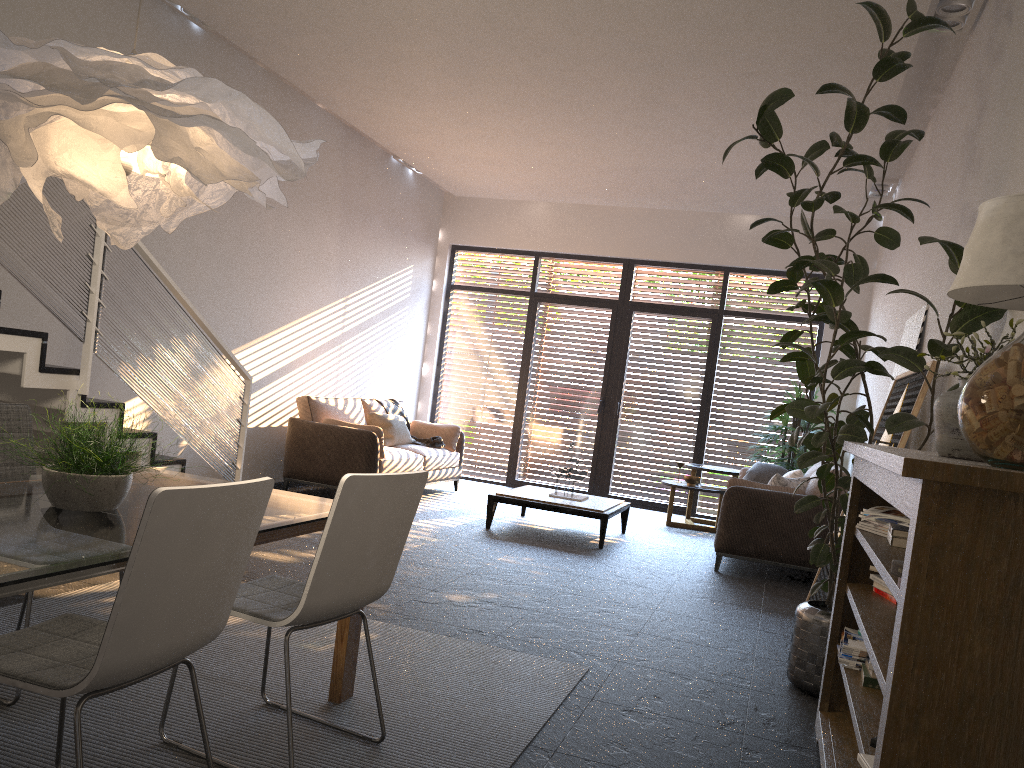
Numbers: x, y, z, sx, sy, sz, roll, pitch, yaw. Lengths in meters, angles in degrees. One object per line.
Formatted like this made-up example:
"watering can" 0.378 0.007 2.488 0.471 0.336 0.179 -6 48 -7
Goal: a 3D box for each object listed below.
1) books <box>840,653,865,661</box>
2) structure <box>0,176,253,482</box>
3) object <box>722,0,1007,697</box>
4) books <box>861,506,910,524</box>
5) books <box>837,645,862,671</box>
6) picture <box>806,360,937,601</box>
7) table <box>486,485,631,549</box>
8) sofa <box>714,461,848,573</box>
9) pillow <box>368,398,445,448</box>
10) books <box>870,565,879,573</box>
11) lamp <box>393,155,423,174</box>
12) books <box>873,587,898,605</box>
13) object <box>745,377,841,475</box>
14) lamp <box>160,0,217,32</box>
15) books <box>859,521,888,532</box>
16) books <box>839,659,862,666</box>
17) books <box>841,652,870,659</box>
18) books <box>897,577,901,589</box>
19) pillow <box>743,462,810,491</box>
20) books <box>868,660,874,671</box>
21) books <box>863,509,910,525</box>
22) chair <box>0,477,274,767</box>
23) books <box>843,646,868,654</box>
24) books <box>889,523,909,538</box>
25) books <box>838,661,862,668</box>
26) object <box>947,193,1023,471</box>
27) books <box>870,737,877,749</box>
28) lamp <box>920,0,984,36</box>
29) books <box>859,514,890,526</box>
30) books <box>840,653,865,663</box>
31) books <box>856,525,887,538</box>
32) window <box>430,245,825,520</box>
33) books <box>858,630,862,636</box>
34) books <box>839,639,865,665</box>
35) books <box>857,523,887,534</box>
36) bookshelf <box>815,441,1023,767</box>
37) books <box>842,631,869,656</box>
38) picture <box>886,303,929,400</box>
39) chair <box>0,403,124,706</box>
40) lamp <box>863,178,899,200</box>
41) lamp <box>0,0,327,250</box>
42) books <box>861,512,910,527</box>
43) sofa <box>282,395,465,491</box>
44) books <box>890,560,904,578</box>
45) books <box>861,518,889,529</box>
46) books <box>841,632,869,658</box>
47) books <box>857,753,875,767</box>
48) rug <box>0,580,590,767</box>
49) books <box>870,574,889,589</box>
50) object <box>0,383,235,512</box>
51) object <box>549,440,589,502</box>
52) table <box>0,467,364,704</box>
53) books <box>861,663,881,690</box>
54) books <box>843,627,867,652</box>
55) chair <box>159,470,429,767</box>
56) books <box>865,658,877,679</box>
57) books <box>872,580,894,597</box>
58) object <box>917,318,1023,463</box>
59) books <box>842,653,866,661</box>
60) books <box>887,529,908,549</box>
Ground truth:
"books" 1.338 0.995 3.278 0.218 0.008 0.288 7 0 23
"structure" -1.535 -3.164 1.558 4.225 8.328 8.463 8 1 17
"object" 1.522 -0.174 4.064 0.908 3.207 2.006 7 2 -5
"books" 1.484 0.488 3.198 0.273 0.109 0.321 7 0 -38
"books" 1.328 1.027 3.281 0.218 0.008 0.305 7 0 17
"picture" 1.983 0.695 5.050 0.385 1.609 1.498 8 2 17
"table" 0.437 1.162 7.916 1.047 0.308 1.116 7 0 17
"sofa" 2.395 1.105 7.794 0.991 0.921 2.322 8 0 17
"pillow" -1.319 0.517 9.455 0.951 0.709 1.020 8 1 41
"books" 1.467 0.707 3.295 0.148 0.023 0.220 7 0 -32
"lamp" -1.069 -2.443 9.819 0.253 0.066 0.645 7 0 17
"books" 1.463 0.794 3.290 0.158 0.021 0.224 7 0 2
"object" 2.959 0.780 9.316 0.980 1.727 0.910 7 2 -18
"lamp" -2.205 -2.609 6.142 0.253 0.066 0.645 7 0 17
"books" 1.476 0.544 3.229 0.253 0.011 0.317 7 0 -16
"books" 1.330 1.013 3.280 0.218 0.008 0.305 7 0 22
"books" 1.335 0.984 3.274 0.218 0.008 0.288 7 0 21
"books" 1.031 0.490 2.003 0.230 0.034 0.286 7 0 10
"pillow" 2.309 0.907 7.858 0.617 0.343 1.894 7 0 17
"books" 1.339 0.963 2.992 0.242 0.024 0.175 7 0 24
"books" 1.498 0.504 3.278 0.253 0.011 0.318 7 0 -6
"chair" -0.972 0.641 2.082 0.600 0.922 0.475 8 2 17
"books" 1.341 0.963 3.268 0.218 0.008 0.305 7 0 22
"books" 1.397 0.515 3.061 0.166 0.024 0.227 7 0 21
"books" 1.329 1.021 3.282 0.218 0.007 0.305 7 0 22
"object" 1.166 -0.096 1.965 0.390 0.583 0.388 7 2 -14
"books" 0.988 0.884 2.094 0.148 0.023 0.220 7 0 -32
"lamp" 2.366 -2.032 4.735 0.253 0.066 0.645 7 0 17
"books" 1.480 0.523 3.256 0.253 0.011 0.317 7 0 -11
"books" 1.337 1.000 3.279 0.218 0.008 0.288 7 0 23
"books" 1.466 0.564 3.258 0.253 0.011 0.317 7 0 -9
"window" 1.263 -0.064 10.735 4.931 3.036 0.459 7 3 17
"books" 1.401 0.949 3.233 0.175 0.023 0.249 7 0 -2
"books" 1.330 1.005 3.282 0.218 0.013 0.305 7 0 22
"books" 1.471 0.554 3.247 0.253 0.011 0.317 7 0 -13
"bookshelf" 1.214 0.799 2.666 0.450 1.174 1.920 8 1 17
"books" 1.336 0.970 3.270 0.218 0.008 0.305 7 0 21
"picture" 2.362 0.534 5.727 0.207 2.024 0.958 8 2 17
"chair" -1.706 0.553 3.091 0.600 0.922 0.475 8 2 20
"lamp" 3.503 -1.866 8.413 0.253 0.066 0.645 7 0 17
"lamp" -0.811 -2.959 2.380 1.114 5.225 1.063 9 3 28
"books" 1.493 0.514 3.270 0.253 0.011 0.317 7 0 -11
"sofa" -1.309 0.637 8.934 0.991 0.921 2.322 8 0 17
"books" -0.668 -3.139 0.489 5.407 6.724 0.358 6 3 -32
"books" 1.481 0.534 3.272 0.252 0.011 0.318 7 0 -1
"books" 1.333 0.976 3.272 0.218 0.008 0.305 7 0 21
"books" 0.941 0.947 2.100 0.174 0.019 0.243 7 0 7
"rug" -1.317 1.059 2.577 2.366 0.006 3.688 7 0 17
"books" 1.464 0.751 3.295 0.174 0.019 0.243 7 0 2
"object" -1.196 0.189 2.526 0.530 0.368 0.668 7 0 12
"object" -1.263 -1.491 4.048 0.364 4.483 8.922 9 1 29
"table" -1.281 0.707 2.545 0.995 0.716 1.801 8 0 17
"books" 1.318 1.013 3.004 0.242 0.034 0.180 7 0 19
"books" 1.340 0.954 3.267 0.218 0.013 0.305 7 0 22
"chair" -0.666 0.684 2.757 0.599 0.922 0.475 8 2 27
"books" 1.331 0.985 3.007 0.227 0.024 0.166 7 0 15
"books" 1.460 0.771 3.291 0.155 0.022 0.205 7 0 -3
"object" 1.361 0.018 2.554 0.386 0.413 0.274 7 2 -5
"books" 1.336 0.989 3.270 0.218 0.006 0.305 7 0 22
"books" 1.396 0.544 3.052 0.179 0.034 0.243 7 0 20
